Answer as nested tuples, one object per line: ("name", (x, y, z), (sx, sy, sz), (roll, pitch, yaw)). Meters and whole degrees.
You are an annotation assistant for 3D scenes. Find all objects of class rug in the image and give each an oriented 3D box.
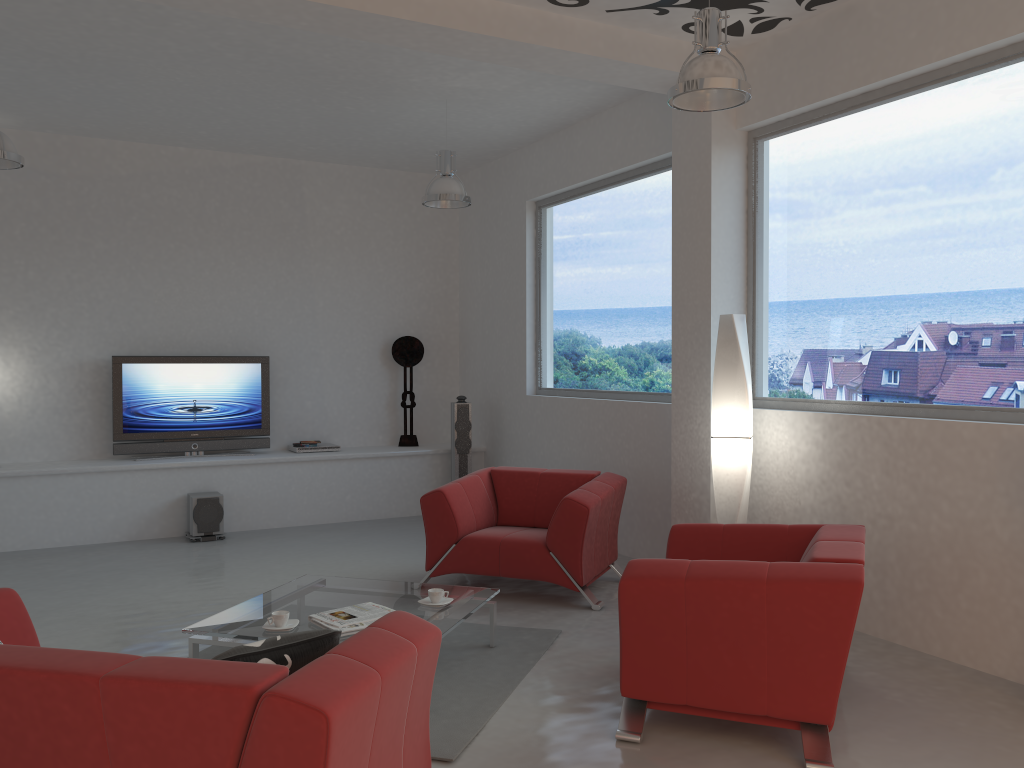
("rug", (-0.783, 1.385, 4.353), (1.700, 0.025, 1.700), (0, 1, 17))

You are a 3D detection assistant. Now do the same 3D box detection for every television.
("television", (-2.904, 0.204, 8.097), (1.356, 0.919, 0.343), (-1, 1, -28))

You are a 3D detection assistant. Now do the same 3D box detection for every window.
("window", (0.829, -0.776, 7.242), (0.100, 1.800, 2.400), (-1, 1, -28))
("window", (2.145, -0.725, 4.771), (0.100, 1.800, 2.400), (-1, 1, -28))

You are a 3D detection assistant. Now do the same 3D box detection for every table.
("table", (-0.779, 1.240, 4.361), (1.162, 0.286, 1.097), (0, 1, 17))

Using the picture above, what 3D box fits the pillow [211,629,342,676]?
("pillow", (-0.719, 0.883, 2.557), (0.402, 0.343, 0.288), (-1, 2, -35))

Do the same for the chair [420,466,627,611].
("chair", (0.096, 0.985, 5.969), (1.288, 0.738, 0.951), (0, 1, 22))

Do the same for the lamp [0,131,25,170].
("lamp", (-3.154, -1.732, 5.334), (0.379, 0.800, 0.379), (-1, 1, -32))

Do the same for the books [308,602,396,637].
("books", (-0.720, 1.085, 4.114), (0.367, 0.035, 0.345), (-1, 2, -38))

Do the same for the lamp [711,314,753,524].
("lamp", (1.319, 0.476, 5.315), (0.313, 1.779, 0.313), (-1, 2, -36))

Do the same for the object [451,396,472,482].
("object", (-0.498, 0.704, 8.698), (0.255, 1.184, 0.273), (0, 1, -13))

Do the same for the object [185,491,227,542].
("object", (-2.631, 1.136, 7.607), (0.336, 0.374, 0.337), (-1, 1, -28))

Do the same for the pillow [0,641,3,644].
("pillow", (-1.694, 0.880, 2.769), (0.288, 0.343, 0.402), (-1, 1, -21))

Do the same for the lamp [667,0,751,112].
("lamp", (0.912, -1.713, 4.101), (0.379, 0.800, 0.379), (0, 1, 1))

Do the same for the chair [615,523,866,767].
("chair", (1.047, 1.027, 3.917), (0.951, 0.738, 1.288), (0, 1, 22))

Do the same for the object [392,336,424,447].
("object", (-1.062, 0.073, 9.076), (0.331, 1.130, 0.108), (0, 1, -3))

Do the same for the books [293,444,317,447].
("books", (-1.996, 0.593, 8.557), (0.135, 0.015, 0.190), (1, 1, 27))

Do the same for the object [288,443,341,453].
("object", (-1.925, 0.620, 8.625), (0.430, 0.045, 0.352), (-1, 1, -28))

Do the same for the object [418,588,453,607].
("object", (-0.380, 1.061, 4.413), (0.153, 0.069, 0.153), (1, 1, 28))

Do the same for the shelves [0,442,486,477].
("shelves", (-2.844, 0.690, 8.007), (5.500, 0.050, 0.650), (-1, 1, -28))

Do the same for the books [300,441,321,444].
("books", (-1.950, 0.562, 8.578), (0.190, 0.015, 0.135), (-1, 1, -18))

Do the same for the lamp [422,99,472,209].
("lamp", (-0.498, -1.768, 6.748), (0.379, 0.800, 0.379), (0, 1, 12))

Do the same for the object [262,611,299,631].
("object", (-1.047, 1.071, 4.016), (0.153, 0.069, 0.153), (0, 1, -2))

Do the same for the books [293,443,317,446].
("books", (-1.998, 0.578, 8.559), (0.135, 0.015, 0.190), (1, 2, 42))

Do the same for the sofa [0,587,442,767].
("sofa", (-1.189, 1.058, 2.667), (1.929, 0.738, 0.951), (0, 1, 12))
